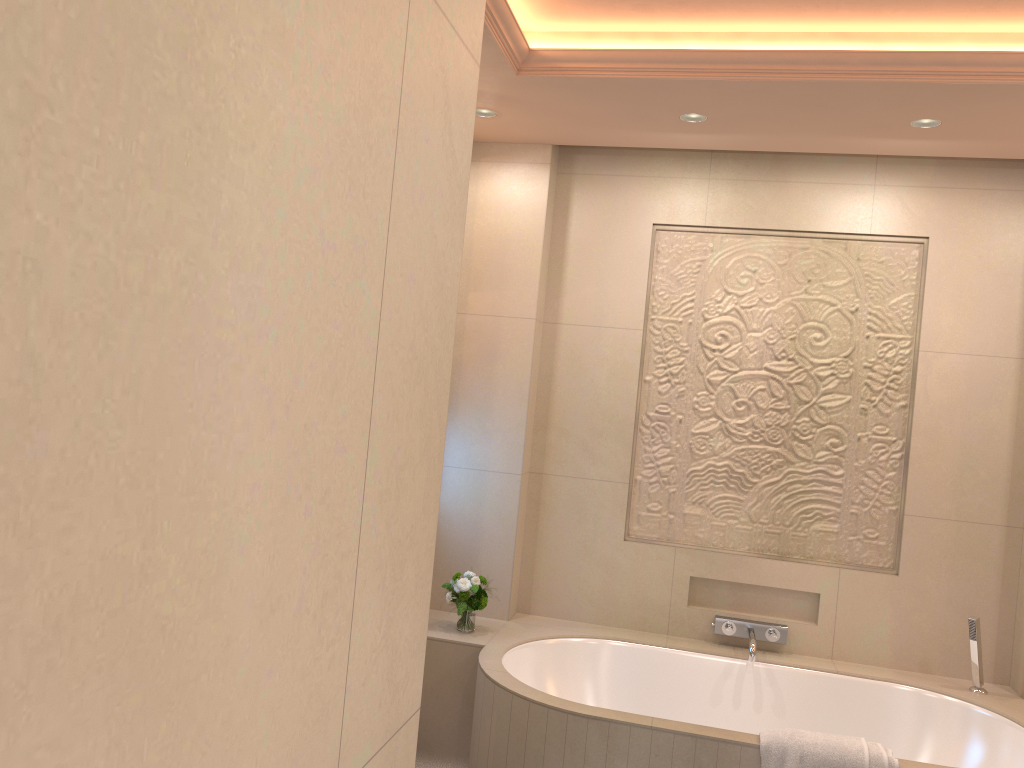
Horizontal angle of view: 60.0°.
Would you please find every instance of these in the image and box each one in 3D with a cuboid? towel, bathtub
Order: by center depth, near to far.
[{"bbox_3d":[0.887,1.237,2.556,0.374,0.463,0.453,5,0,15],"label":"towel"},{"bbox_3d":[0.809,1.313,3.045,2.662,0.540,1.060,5,0,13],"label":"bathtub"}]

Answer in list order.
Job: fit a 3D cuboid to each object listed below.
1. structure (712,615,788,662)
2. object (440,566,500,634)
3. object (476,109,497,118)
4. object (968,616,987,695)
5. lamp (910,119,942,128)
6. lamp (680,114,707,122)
[{"bbox_3d":[0.923,0.993,3.440,0.290,0.097,0.259,5,0,13],"label":"structure"},{"bbox_3d":[-0.175,0.826,3.434,0.229,0.252,0.197,5,0,-36],"label":"object"},{"bbox_3d":[-0.100,-1.043,3.307,0.097,0.069,0.097,5,0,29],"label":"object"},{"bbox_3d":[1.695,0.985,3.230,0.114,0.280,0.059,5,0,-32],"label":"object"},{"bbox_3d":[1.390,-0.906,2.971,0.097,0.069,0.097,5,0,9],"label":"lamp"},{"bbox_3d":[0.645,-0.974,3.139,0.097,0.069,0.097,5,0,29],"label":"lamp"}]
